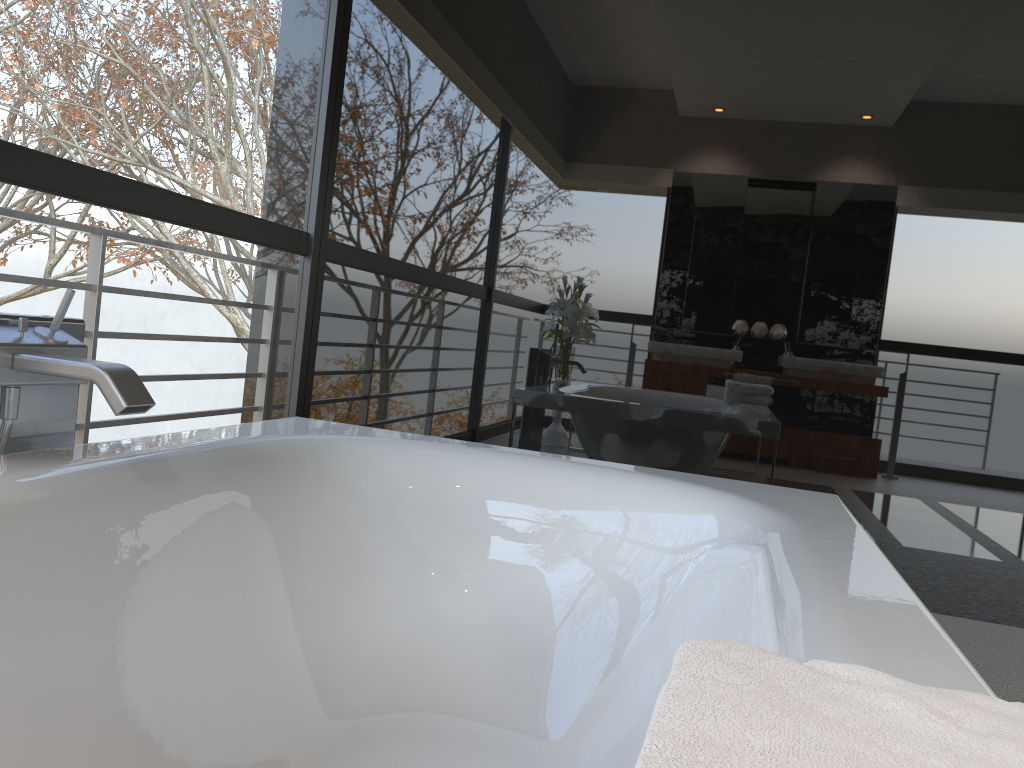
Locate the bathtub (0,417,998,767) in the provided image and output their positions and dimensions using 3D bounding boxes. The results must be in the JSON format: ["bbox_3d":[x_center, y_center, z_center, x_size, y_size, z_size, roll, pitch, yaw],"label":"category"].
[{"bbox_3d":[-0.179,0.439,1.186,1.328,0.504,1.958,7,3,14],"label":"bathtub"}]

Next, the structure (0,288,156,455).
[{"bbox_3d":[-0.731,0.179,1.364,0.330,0.884,0.402,7,3,14],"label":"structure"}]

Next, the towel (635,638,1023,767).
[{"bbox_3d":[0.180,0.216,0.273,0.305,0.145,0.322,7,3,17],"label":"towel"}]
